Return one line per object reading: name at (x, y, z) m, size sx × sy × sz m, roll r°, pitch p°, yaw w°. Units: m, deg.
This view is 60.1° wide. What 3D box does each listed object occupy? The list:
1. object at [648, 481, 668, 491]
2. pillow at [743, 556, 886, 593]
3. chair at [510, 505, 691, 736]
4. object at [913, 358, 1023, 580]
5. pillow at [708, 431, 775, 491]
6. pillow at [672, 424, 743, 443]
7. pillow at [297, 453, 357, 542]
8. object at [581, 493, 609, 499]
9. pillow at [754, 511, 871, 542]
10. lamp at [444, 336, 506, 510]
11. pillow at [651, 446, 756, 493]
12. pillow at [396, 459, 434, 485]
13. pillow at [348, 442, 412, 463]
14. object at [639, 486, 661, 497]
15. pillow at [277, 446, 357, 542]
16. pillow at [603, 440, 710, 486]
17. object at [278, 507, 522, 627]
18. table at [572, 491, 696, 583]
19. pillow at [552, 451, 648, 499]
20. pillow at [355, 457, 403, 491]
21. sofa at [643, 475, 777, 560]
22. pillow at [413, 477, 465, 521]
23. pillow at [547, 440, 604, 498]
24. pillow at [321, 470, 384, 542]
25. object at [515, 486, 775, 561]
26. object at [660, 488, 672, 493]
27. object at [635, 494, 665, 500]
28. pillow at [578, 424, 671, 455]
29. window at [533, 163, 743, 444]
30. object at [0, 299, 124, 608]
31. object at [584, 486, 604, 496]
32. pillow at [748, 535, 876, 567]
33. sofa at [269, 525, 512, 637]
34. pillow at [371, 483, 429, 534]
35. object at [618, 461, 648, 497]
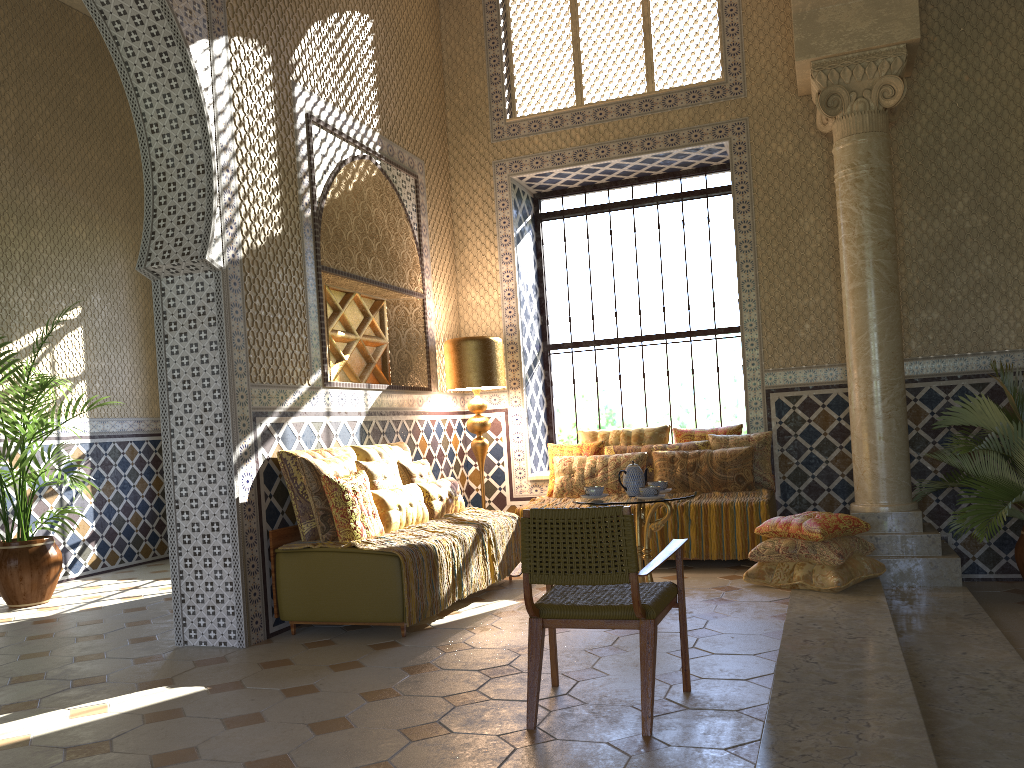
object at (1.357, 0.958, 8.229) m, size 0.184 × 0.100 × 0.183 m, roll -4°, pitch -2°, yaw 8°
pillow at (2.936, 1.805, 8.584) m, size 0.993 × 0.368 × 1.041 m, roll -6°, pitch -4°, yaw 45°
chair at (0.504, 1.281, 5.174) m, size 0.951 × 1.209 × 0.906 m, roll -4°, pitch -1°, yaw 20°
object at (5.324, 0.879, 8.489) m, size 2.642 × 2.502 × 2.165 m, roll -4°, pitch -1°, yaw 6°
pillow at (2.672, 0.913, 10.337) m, size 0.742 × 0.693 × 0.340 m, roll -4°, pitch -1°, yaw 20°
pillow at (2.376, 0.905, 10.736) m, size 0.856 × 0.800 × 0.393 m, roll -4°, pitch -1°, yaw 20°
pillow at (-1.580, 1.023, 7.989) m, size 0.384 × 0.780 × 0.834 m, roll -4°, pitch -1°, yaw 20°
object at (0.754, 1.026, 8.072) m, size 0.255 × 0.032 × 0.256 m, roll -4°, pitch -3°, yaw -2°
pillow at (2.902, 1.395, 8.566) m, size 0.747 × 0.310 × 0.806 m, roll -2°, pitch -3°, yaw -36°
lamp at (-0.394, 0.842, 11.042) m, size 0.736 × 2.814 × 0.737 m, roll -4°, pitch 0°, yaw -11°
pillow at (2.202, 1.024, 10.254) m, size 1.193 × 0.546 × 0.329 m, roll -4°, pitch -1°, yaw 20°
pillow at (-0.983, 1.125, 9.419) m, size 0.314 × 0.637 × 0.681 m, roll -4°, pitch -1°, yaw 20°
pillow at (-1.293, 1.037, 9.393) m, size 0.423 × 0.832 × 1.192 m, roll -4°, pitch -2°, yaw 20°
object at (1.189, 0.937, 7.615) m, size 0.183 × 0.100 × 0.183 m, roll -4°, pitch -2°, yaw 16°
pillow at (-1.696, 1.003, 8.267) m, size 0.423 × 0.832 × 1.192 m, roll -4°, pitch -2°, yaw 20°
pillow at (1.729, 1.020, 10.655) m, size 1.343 × 0.615 × 0.370 m, roll -4°, pitch -1°, yaw 20°
object at (-0.927, 1.700, 8.653) m, size 1.315 × 0.717 × 2.886 m, roll -4°, pitch -3°, yaw 20°
table at (1.120, 1.503, 7.952) m, size 1.099 × 0.980 × 1.103 m, roll -2°, pitch -2°, yaw -41°
pillow at (1.051, 1.119, 10.667) m, size 1.193 × 0.546 × 0.329 m, roll -4°, pitch -1°, yaw 20°
pillow at (-1.255, 1.073, 8.663) m, size 0.341 × 0.693 × 0.740 m, roll -4°, pitch -1°, yaw 20°
sofa at (1.628, 1.642, 10.447) m, size 2.853 × 0.937 × 1.273 m, roll -5°, pitch -2°, yaw 20°
pillow at (-0.764, 1.237, 9.394) m, size 0.271 × 0.450 × 0.982 m, roll -4°, pitch -2°, yaw 20°
pillow at (0.786, 1.068, 11.014) m, size 0.742 × 0.693 × 0.340 m, roll -4°, pitch -1°, yaw 20°
pillow at (-1.376, 1.093, 7.766) m, size 0.345 × 0.651 × 0.684 m, roll -4°, pitch -1°, yaw 19°
object at (1.569, 1.635, 10.401) m, size 2.889 × 0.718 × 1.314 m, roll -5°, pitch -2°, yaw 20°
object at (1.359, 0.996, 8.230) m, size 0.255 × 0.032 × 0.256 m, roll -4°, pitch -3°, yaw -2°
object at (1.191, 0.975, 7.615) m, size 0.256 × 0.032 × 0.256 m, roll -4°, pitch -3°, yaw 16°
pillow at (1.382, 0.954, 11.030) m, size 1.194 × 0.832 × 0.422 m, roll -4°, pitch -1°, yaw 20°
window at (-1.004, -0.602, 12.757) m, size 8.492 × 3.990 × 0.573 m, roll -4°, pitch 0°, yaw 16°
object at (-5.716, 0.759, 9.990) m, size 2.259 × 3.552 × 2.751 m, roll -4°, pitch -1°, yaw 23°
object at (0.752, 0.988, 8.071) m, size 0.183 × 0.100 × 0.183 m, roll -4°, pitch -2°, yaw 1°
pillow at (2.903, 1.605, 8.581) m, size 0.933 × 0.347 × 0.879 m, roll -6°, pitch -3°, yaw 40°
sofa at (-0.980, 1.714, 8.686) m, size 1.275 × 0.937 × 2.849 m, roll -4°, pitch -3°, yaw 20°
pillow at (-1.079, 1.211, 8.512) m, size 0.271 × 0.450 × 0.982 m, roll -4°, pitch -2°, yaw 20°
object at (1.096, 0.854, 7.987) m, size 0.273 × 0.323 × 0.199 m, roll -4°, pitch -1°, yaw 9°
